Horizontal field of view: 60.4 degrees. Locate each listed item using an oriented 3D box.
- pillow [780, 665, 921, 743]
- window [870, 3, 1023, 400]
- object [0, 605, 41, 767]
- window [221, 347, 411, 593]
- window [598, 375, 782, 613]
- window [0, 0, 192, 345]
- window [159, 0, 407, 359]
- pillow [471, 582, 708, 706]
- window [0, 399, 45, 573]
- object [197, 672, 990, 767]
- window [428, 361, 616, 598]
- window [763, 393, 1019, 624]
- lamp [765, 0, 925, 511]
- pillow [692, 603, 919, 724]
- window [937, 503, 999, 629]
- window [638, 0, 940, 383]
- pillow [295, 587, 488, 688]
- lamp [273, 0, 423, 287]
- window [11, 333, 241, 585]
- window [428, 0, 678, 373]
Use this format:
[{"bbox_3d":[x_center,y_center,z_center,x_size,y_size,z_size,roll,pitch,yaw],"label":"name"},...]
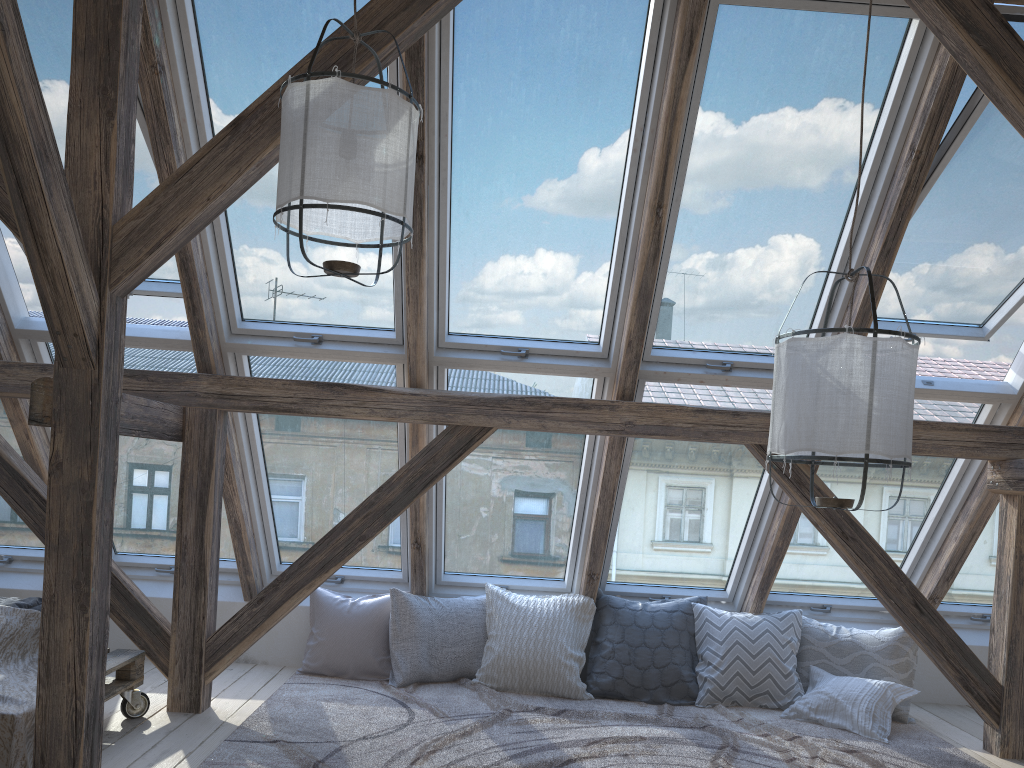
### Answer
[{"bbox_3d":[1.662,1.579,4.347,0.535,0.241,0.478,-1,-6,40],"label":"pillow"},{"bbox_3d":[1.931,-0.636,3.567,0.856,1.273,1.411,4,-3,-1],"label":"window"},{"bbox_3d":[-1.734,1.063,3.105,1.007,0.473,0.816,1,-5,29],"label":"object"},{"bbox_3d":[-0.919,0.473,4.469,0.856,1.275,1.099,4,-2,-1],"label":"window"},{"bbox_3d":[0.917,0.593,4.513,0.856,1.275,1.099,4,-2,-1],"label":"window"},{"bbox_3d":[-1.741,-0.876,3.475,0.856,1.274,1.355,4,-3,-1],"label":"window"},{"bbox_3d":[-0.822,-0.821,3.451,0.856,1.275,1.099,4,-2,-1],"label":"window"},{"bbox_3d":[0.431,1.370,4.678,1.272,0.563,0.469,4,-2,0],"label":"pillow"},{"bbox_3d":[-2.755,0.353,4.425,0.856,1.275,1.099,4,-2,-1],"label":"window"},{"bbox_3d":[0.454,1.506,3.715,3.186,0.056,2.199,4,-6,-1],"label":"object"},{"bbox_3d":[-0.001,0.533,4.491,0.856,1.275,1.099,4,-2,-1],"label":"window"},{"bbox_3d":[1.835,0.652,4.535,0.856,1.275,1.099,4,-2,-1],"label":"window"},{"bbox_3d":[1.017,-0.572,2.590,0.405,1.894,0.401,4,1,40],"label":"lamp"},{"bbox_3d":[1.528,1.466,4.661,1.154,0.534,0.503,3,-2,4],"label":"pillow"},{"bbox_3d":[2.753,0.712,4.557,0.856,1.275,1.099,4,-2,-1],"label":"window"},{"bbox_3d":[1.014,-0.701,3.496,0.856,1.275,1.099,4,-2,-1],"label":"window"},{"bbox_3d":[-0.563,1.343,4.680,1.134,0.524,0.436,4,-2,-9],"label":"pillow"},{"bbox_3d":[-0.456,-0.963,2.549,0.401,1.303,0.406,3,0,-25],"label":"lamp"},{"bbox_3d":[-1.837,0.413,4.447,0.856,1.275,1.099,4,-2,-1],"label":"window"},{"bbox_3d":[0.096,-0.761,3.473,0.856,1.275,1.099,4,-2,-1],"label":"window"}]
